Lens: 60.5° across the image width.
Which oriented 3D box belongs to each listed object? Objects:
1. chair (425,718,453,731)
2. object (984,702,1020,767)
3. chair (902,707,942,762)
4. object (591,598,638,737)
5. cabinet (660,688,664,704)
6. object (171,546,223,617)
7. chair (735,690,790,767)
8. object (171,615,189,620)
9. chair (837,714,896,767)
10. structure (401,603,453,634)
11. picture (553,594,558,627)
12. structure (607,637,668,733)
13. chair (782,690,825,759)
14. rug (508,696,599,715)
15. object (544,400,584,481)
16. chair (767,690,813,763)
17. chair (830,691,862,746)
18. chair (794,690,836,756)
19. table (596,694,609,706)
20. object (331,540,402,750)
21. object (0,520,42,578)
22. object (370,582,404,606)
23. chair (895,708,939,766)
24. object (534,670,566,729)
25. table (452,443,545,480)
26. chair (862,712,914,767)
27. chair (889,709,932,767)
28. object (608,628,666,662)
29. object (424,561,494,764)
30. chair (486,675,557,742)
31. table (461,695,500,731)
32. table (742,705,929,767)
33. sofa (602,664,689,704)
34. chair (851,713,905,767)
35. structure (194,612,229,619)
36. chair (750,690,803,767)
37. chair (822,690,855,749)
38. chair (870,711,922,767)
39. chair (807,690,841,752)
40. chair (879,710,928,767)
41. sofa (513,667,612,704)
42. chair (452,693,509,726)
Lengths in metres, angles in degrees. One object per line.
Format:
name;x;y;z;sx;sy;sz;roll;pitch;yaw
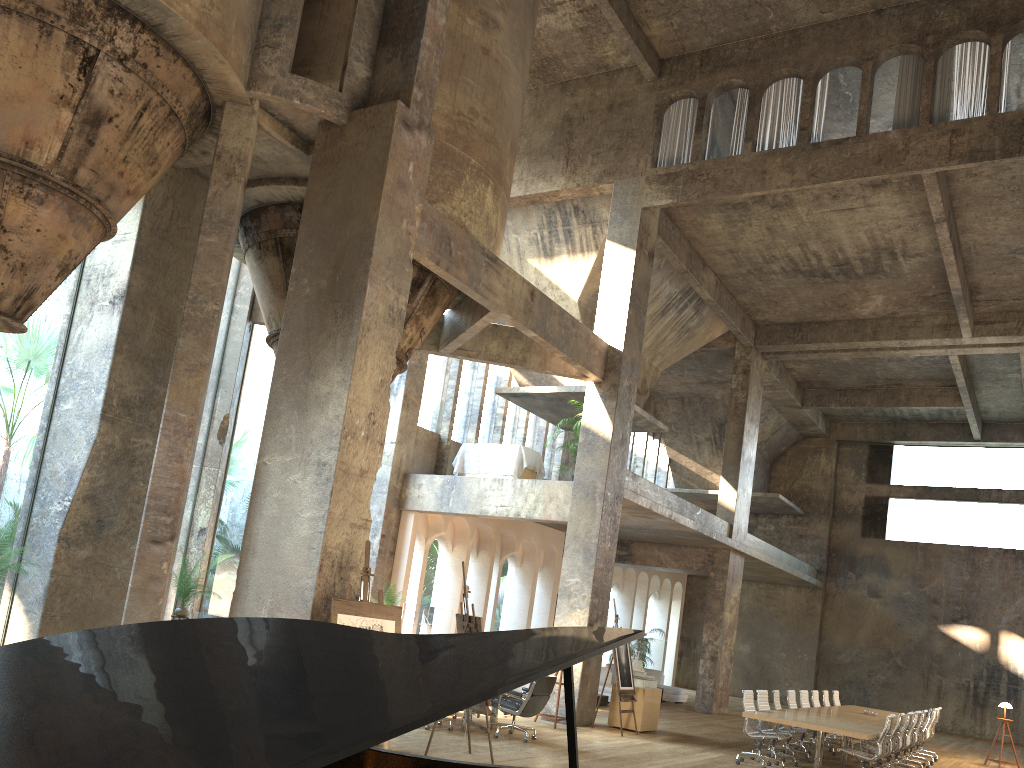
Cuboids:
chair;-1.105;4.087;11.657;0.729;0.875;0.840;0;-14;39
object;9.641;6.945;17.396;0.665;1.272;0.576;12;-9;-24
chair;7.926;6.728;17.018;0.698;1.005;0.680;1;-12;38
object;1.734;4.548;14.179;0.682;2.105;0.717;3;-9;32
cabinet;3.116;7.353;20.779;0.395;0.362;1.600;1;-16;32
object;-4.251;2.605;11.570;0.857;0.921;0.704;1;-13;35
chair;3.569;4.902;12.452;0.698;1.005;0.680;1;-12;38
object;-4.476;3.546;11.601;0.664;0.953;0.577;12;-10;-21
chair;2.345;4.948;13.275;12.931;1.011;32.271;-1;-17;31
structure;-1.653;4.872;16.221;0.592;1.517;0.760;3;-10;33
picture;1.419;6.502;23.274;0.069;1.736;1.539;4;-11;32
structure;2.137;5.073;14.904;0.592;1.517;0.760;3;-10;33
chair;4.904;5.683;14.696;0.698;1.005;0.680;1;-12;38
rug;0.266;6.003;16.508;2.459;0.009;1.379;-1;-17;32
object;1.413;1.095;16.313;1.400;1.773;1.386;0;-13;38
chair;4.419;5.409;13.917;0.697;1.005;0.681;2;-11;32
chair;6.783;6.756;17.752;0.698;1.005;0.680;1;-12;38
chair;5.360;5.942;15.433;0.699;1.005;0.680;0;-13;41
table;1.424;6.572;18.403;0.789;0.198;1.137;-1;-17;32
object;-1.376;2.489;8.037;0.711;2.105;0.688;13;-9;-31
object;-5.536;1.882;9.519;0.873;0.921;0.691;16;-13;-36
object;-2.345;4.105;16.239;0.685;0.921;0.881;4;-12;23
chair;7.505;6.473;16.278;0.699;1.005;0.680;0;-13;41
object;0.671;4.717;13.832;0.569;1.272;0.673;3;-10;33
table;-0.263;1.642;17.360;1.746;0.785;1.142;0;-15;32
chair;5.676;5.423;13.280;0.698;1.005;0.680;1;-12;38
chair;7.064;6.221;15.560;0.697;1.005;0.681;2;-11;32
object;3.492;7.638;24.487;1.400;1.777;1.386;0;-13;38
object;-0.492;3.047;9.677;0.692;2.105;0.707;12;-9;-25
chair;0.085;4.291;11.781;0.818;0.875;0.748;2;-12;29
table;-1.236;4.413;12.605;2.406;0.686;1.131;-1;-15;32
table;5.726;5.920;14.640;1.598;0.743;7.902;0;-17;32
sofa;3.444;7.754;22.812;2.064;0.706;1.097;-1;-15;32
chair;5.205;5.153;12.510;0.698;1.005;0.680;1;-12;36
structure;-4.072;3.824;12.525;0.733;0.994;0.761;2;-12;32
chair;3.984;5.157;13.195;0.699;1.005;0.680;0;-13;41
chair;6.292;6.477;16.958;0.698;1.005;0.680;1;-12;36
chair;6.137;5.688;14.035;0.699;1.005;0.680;0;-13;41
chair;5.821;6.207;16.188;0.698;1.005;0.680;1;-12;38
chair;6.593;5.947;14.772;0.698;1.005;0.680;1;-12;38
sofa;1.279;6.516;19.288;2.061;0.707;3.000;-1;-17;32
chair;-0.428;4.525;12.954;0.727;0.875;0.842;3;-12;26
